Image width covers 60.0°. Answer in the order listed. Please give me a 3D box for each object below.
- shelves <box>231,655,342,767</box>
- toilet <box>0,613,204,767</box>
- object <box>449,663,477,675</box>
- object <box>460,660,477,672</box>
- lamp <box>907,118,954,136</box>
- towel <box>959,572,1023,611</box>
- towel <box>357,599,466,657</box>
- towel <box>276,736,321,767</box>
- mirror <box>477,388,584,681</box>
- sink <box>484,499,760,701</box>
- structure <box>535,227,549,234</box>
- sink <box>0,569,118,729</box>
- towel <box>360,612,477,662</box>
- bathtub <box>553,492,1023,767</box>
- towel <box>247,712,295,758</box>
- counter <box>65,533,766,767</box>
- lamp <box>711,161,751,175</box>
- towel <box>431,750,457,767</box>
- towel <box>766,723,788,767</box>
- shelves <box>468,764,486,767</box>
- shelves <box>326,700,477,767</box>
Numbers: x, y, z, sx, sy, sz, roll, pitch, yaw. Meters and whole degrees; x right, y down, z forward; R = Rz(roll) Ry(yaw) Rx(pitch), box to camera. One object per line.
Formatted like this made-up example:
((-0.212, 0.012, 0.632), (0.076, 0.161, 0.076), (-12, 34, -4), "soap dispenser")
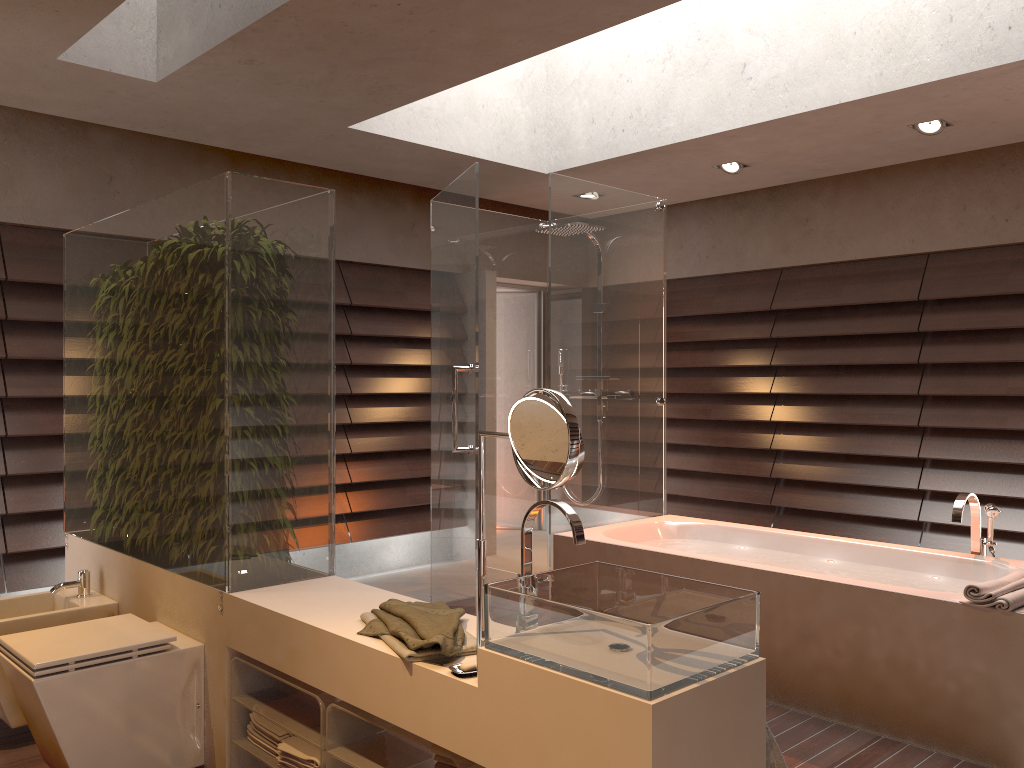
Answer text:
((-0.516, 0.987, 2.455), (0.368, 0.436, 0.487), (0, 0, -44), "shelves")
((-1.203, 0.931, 2.599), (0.468, 0.400, 0.357), (0, 0, -44), "toilet")
((-0.077, 0.591, 1.840), (0.108, 0.011, 0.065), (0, 0, -30), "object")
((-0.076, 0.584, 1.840), (0.066, 0.016, 0.035), (0, 0, -32), "object")
((2.096, -1.310, 4.445), (0.170, 0.110, 0.165), (0, 0, -44), "lamp")
((1.629, 0.669, 2.896), (0.396, 0.068, 0.159), (0, 0, -38), "towel")
((-0.242, 0.568, 2.131), (0.258, 0.057, 0.571), (0, 0, -2), "towel")
((-0.483, 0.962, 2.341), (0.221, 0.098, 0.220), (0, 0, -45), "towel")
((0.016, 0.302, 1.654), (0.074, 0.589, 0.316), (0, 0, -41), "mirror")
((0.181, 0.418, 1.736), (0.340, 0.357, 0.486), (0, 0, -44), "sink")
((0.342, -0.076, 5.009), (0.385, 1.578, 0.575), (0, 0, -43), "structure")
((-1.684, 0.903, 3.105), (0.468, 0.456, 0.357), (0, 0, -44), "sink")
((-0.215, 0.583, 2.108), (0.202, 0.027, 0.394), (0, 0, -23), "towel")
((1.243, 0.824, 3.780), (0.994, 0.761, 2.000), (0, 0, -44), "bathtub")
((-0.613, 0.962, 2.520), (0.220, 0.098, 0.221), (0, 0, -45), "towel")
((-0.656, 0.862, 2.617), (0.350, 0.686, 2.931), (0, 0, -44), "counter")
((1.305, -1.310, 5.277), (0.170, 0.110, 0.165), (0, 0, -44), "lamp")
((-0.043, 0.840, 2.072), (0.221, 0.098, 0.220), (0, 0, 35), "towel")
((0.483, 0.825, 1.742), (0.252, 0.598, 0.121), (0, 0, 30), "towel")
((0.175, 0.987, 1.727), (0.368, 0.436, 0.487), (0, 0, -44), "shelves")
((-0.150, 0.987, 2.113), (0.487, 0.436, 0.368), (0, 0, 44), "shelves")
